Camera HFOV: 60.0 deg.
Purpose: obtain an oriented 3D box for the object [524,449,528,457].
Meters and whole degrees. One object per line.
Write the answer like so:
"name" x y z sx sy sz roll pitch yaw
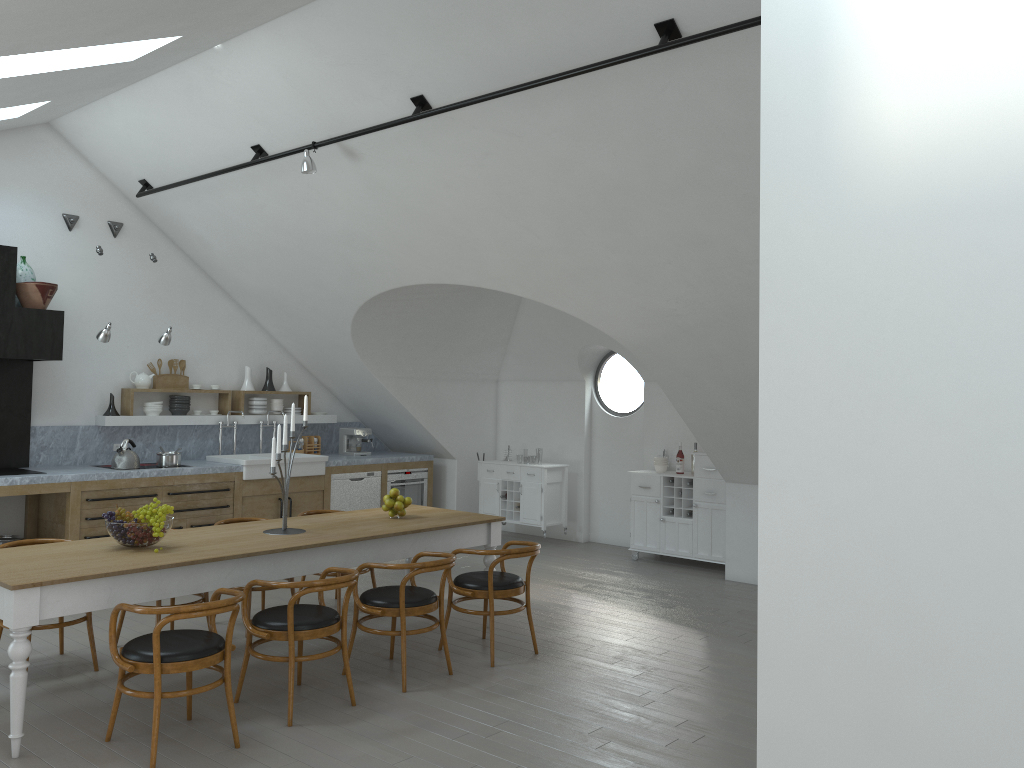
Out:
"object" 0.159 0.843 10.313 0.048 0.169 0.048 0 -3 28

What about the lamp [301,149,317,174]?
"lamp" -1.486 -1.632 6.502 0.112 0.175 0.114 1 -2 4

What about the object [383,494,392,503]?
"object" -0.887 0.825 6.333 0.066 0.071 0.072 1 -2 10

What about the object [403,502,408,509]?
"object" -0.775 0.859 6.369 0.076 0.076 0.077 1 -2 8

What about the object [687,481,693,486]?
"object" 1.876 1.004 9.001 0.087 0.085 0.359 0 -2 41

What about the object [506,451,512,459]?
"object" -0.044 0.844 10.708 0.097 0.137 0.029 -1 -3 44

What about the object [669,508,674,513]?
"object" 1.744 1.305 9.113 0.156 0.085 0.331 0 -1 42

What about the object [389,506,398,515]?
"object" -0.845 0.906 6.360 0.080 0.074 0.078 1 -2 -4

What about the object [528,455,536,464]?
"object" 0.234 0.882 10.314 0.094 0.093 0.093 0 -2 29

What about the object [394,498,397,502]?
"object" -0.819 0.827 6.361 0.053 0.051 0.052 1 -2 12

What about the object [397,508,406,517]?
"object" -0.785 0.913 6.316 0.064 0.063 0.063 2 -2 -38

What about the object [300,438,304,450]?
"object" -2.389 0.714 10.072 0.040 0.192 0.042 2 -2 -13

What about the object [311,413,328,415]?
"object" -2.266 0.355 10.367 0.213 0.025 0.213 1 -1 28

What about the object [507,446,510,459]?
"object" -0.040 0.830 10.682 0.024 0.164 0.039 3 -3 -36

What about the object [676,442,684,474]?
"object" 1.743 0.766 9.184 0.081 0.330 0.081 -1 -3 37

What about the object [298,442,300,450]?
"object" -2.415 0.725 10.059 0.019 0.179 0.044 1 -2 6

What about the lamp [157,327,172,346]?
"lamp" -3.189 -0.440 8.188 0.169 0.176 0.112 0 -2 33

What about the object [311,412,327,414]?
"object" -2.266 0.347 10.367 0.213 0.025 0.213 1 -1 28

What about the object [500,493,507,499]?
"object" -0.022 1.309 10.334 0.082 0.085 0.317 0 -2 42

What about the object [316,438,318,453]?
"object" -2.264 0.722 10.269 0.019 0.196 0.022 -1 -3 42

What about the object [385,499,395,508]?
"object" -0.863 0.842 6.264 0.071 0.064 0.072 0 -2 34

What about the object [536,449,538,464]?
"object" 0.301 0.840 10.275 0.054 0.179 0.054 0 -2 18

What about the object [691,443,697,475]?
"object" 1.876 0.766 9.062 0.085 0.331 0.085 1 -2 0

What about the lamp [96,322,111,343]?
"lamp" -3.570 -0.449 7.754 0.115 0.178 0.164 2 -2 -31

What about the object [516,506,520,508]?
"object" 0.151 1.413 10.228 0.082 0.083 0.316 0 -2 41

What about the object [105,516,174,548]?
"object" -2.097 0.839 4.989 0.360 0.160 0.359 1 -1 21

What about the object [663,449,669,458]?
"object" 1.633 0.809 9.540 0.115 0.209 0.065 -1 -3 43

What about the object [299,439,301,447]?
"object" -2.426 0.713 10.104 0.040 0.192 0.042 2 -2 -11

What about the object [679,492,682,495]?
"object" 1.803 1.110 9.077 0.085 0.085 0.330 0 -2 41

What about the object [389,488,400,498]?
"object" -0.838 0.779 6.329 0.072 0.074 0.072 0 -2 41

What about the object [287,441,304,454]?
"object" -2.459 0.730 10.067 0.100 0.171 0.173 -1 -3 43

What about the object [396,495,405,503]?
"object" -0.794 0.819 6.298 0.053 0.057 0.058 2 -2 -34

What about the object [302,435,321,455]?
"object" -2.321 0.710 10.243 0.104 0.223 0.200 -1 -3 41

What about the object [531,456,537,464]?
"object" 0.251 0.879 10.224 0.071 0.099 0.071 2 -2 -26

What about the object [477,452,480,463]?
"object" -0.384 0.959 10.663 0.088 0.269 0.029 0 -3 14

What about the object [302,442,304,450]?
"object" -2.387 0.726 10.085 0.044 0.179 0.019 0 -3 26

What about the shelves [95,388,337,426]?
"shelves" -3.839 -0.283 8.362 0.480 1.363 5.545 -1 -2 35

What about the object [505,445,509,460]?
"object" -0.054 0.829 10.714 0.039 0.175 0.054 -1 -3 41

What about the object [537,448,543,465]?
"object" 0.323 0.836 10.215 0.063 0.187 0.063 0 -3 26

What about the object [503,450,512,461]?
"object" -0.051 0.864 10.702 0.101 0.138 0.067 -1 -3 41

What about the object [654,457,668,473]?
"object" 1.561 0.850 9.303 0.158 0.160 0.154 2 -2 -21

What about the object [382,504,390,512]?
"object" -0.896 0.879 6.307 0.059 0.056 0.059 0 -2 36

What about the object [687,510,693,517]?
"object" 1.871 1.308 8.994 0.081 0.081 0.358 0 -2 39

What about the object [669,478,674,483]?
"object" 1.725 0.999 9.143 0.092 0.094 0.359 0 -2 41

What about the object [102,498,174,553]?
"object" -2.086 0.775 4.964 0.394 0.285 0.292 1 -2 5

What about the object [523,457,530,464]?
"object" 0.171 0.884 10.247 0.077 0.085 0.077 0 -2 28

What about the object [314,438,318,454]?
"object" -2.269 0.718 10.243 0.040 0.192 0.042 1 -2 1

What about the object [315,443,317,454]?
"object" -2.267 0.722 10.259 0.018 0.196 0.020 2 -3 -27

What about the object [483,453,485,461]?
"object" -0.342 0.959 10.627 0.029 0.269 0.088 2 -3 -22

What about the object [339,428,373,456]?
"object" -1.781 0.679 10.383 0.386 0.321 0.324 0 -2 41

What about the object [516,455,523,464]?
"object" 0.088 0.873 10.271 0.081 0.105 0.082 2 -2 -36

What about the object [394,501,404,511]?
"object" -0.801 0.863 6.264 0.071 0.072 0.070 1 -2 6

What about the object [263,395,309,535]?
"object" -1.415 0.503 5.708 0.265 0.876 0.774 0 -2 15

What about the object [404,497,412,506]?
"object" -0.743 0.836 6.322 0.063 0.063 0.062 1 -2 3

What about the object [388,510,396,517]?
"object" -0.852 0.919 6.292 0.050 0.050 0.051 -1 -2 45
